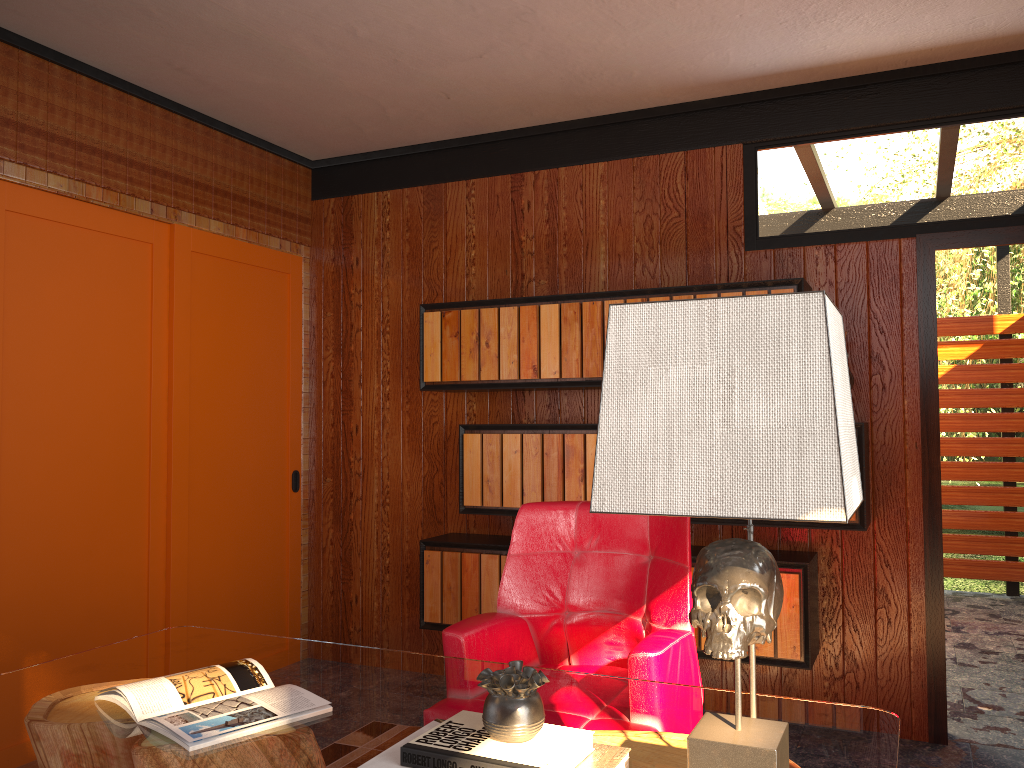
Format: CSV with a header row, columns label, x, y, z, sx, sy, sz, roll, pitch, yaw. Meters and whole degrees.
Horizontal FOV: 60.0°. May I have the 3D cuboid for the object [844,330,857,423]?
label,x,y,z,sx,sy,sz,roll,pitch,yaw
object,1.194,-0.031,3.350,0.142,0.354,0.181,1,-3,-29

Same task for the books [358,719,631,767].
label,x,y,z,sx,sy,sz,roll,pitch,yaw
books,-0.030,0.618,1.404,0.366,0.040,0.286,-1,-3,25

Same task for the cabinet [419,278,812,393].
label,x,y,z,sx,sy,sz,roll,pitch,yaw
cabinet,0.395,-0.178,3.767,1.653,0.390,0.321,-1,-3,25

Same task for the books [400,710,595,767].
label,x,y,z,sx,sy,sz,roll,pitch,yaw
books,-0.020,0.583,1.420,0.249,0.029,0.198,-2,-3,27

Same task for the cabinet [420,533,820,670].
label,x,y,z,sx,sy,sz,roll,pitch,yaw
cabinet,0.400,0.876,3.721,1.653,0.390,0.321,-1,-3,25

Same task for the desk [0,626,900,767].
label,x,y,z,sx,sy,sz,roll,pitch,yaw
desk,-0.328,0.964,1.622,1.900,0.632,1.150,-1,-3,25

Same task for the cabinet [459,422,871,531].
label,x,y,z,sx,sy,sz,roll,pitch,yaw
cabinet,0.578,0.358,3.661,1.653,0.390,0.321,-1,-3,25

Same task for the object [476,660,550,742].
label,x,y,z,sx,sy,sz,roll,pitch,yaw
object,-0.005,0.512,1.431,0.121,0.114,0.118,-1,-3,19

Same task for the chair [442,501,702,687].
label,x,y,z,sx,sy,sz,roll,pitch,yaw
chair,0.210,0.842,2.530,0.621,0.956,0.839,-1,-3,25

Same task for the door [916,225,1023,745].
label,x,y,z,sx,sy,sz,roll,pitch,yaw
door,2.055,0.406,3.551,0.751,1.955,0.734,-1,-3,25

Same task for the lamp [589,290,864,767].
label,x,y,z,sx,sy,sz,roll,pitch,yaw
lamp,0.311,0.261,1.229,0.316,0.732,0.316,-1,-3,25

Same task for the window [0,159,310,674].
label,x,y,z,sx,sy,sz,roll,pitch,yaw
window,-1.458,0.330,3.765,0.070,2.164,1.837,-1,-3,25

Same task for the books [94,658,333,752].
label,x,y,z,sx,sy,sz,roll,pitch,yaw
books,-0.615,0.633,1.814,0.422,0.049,0.300,-3,-3,44
